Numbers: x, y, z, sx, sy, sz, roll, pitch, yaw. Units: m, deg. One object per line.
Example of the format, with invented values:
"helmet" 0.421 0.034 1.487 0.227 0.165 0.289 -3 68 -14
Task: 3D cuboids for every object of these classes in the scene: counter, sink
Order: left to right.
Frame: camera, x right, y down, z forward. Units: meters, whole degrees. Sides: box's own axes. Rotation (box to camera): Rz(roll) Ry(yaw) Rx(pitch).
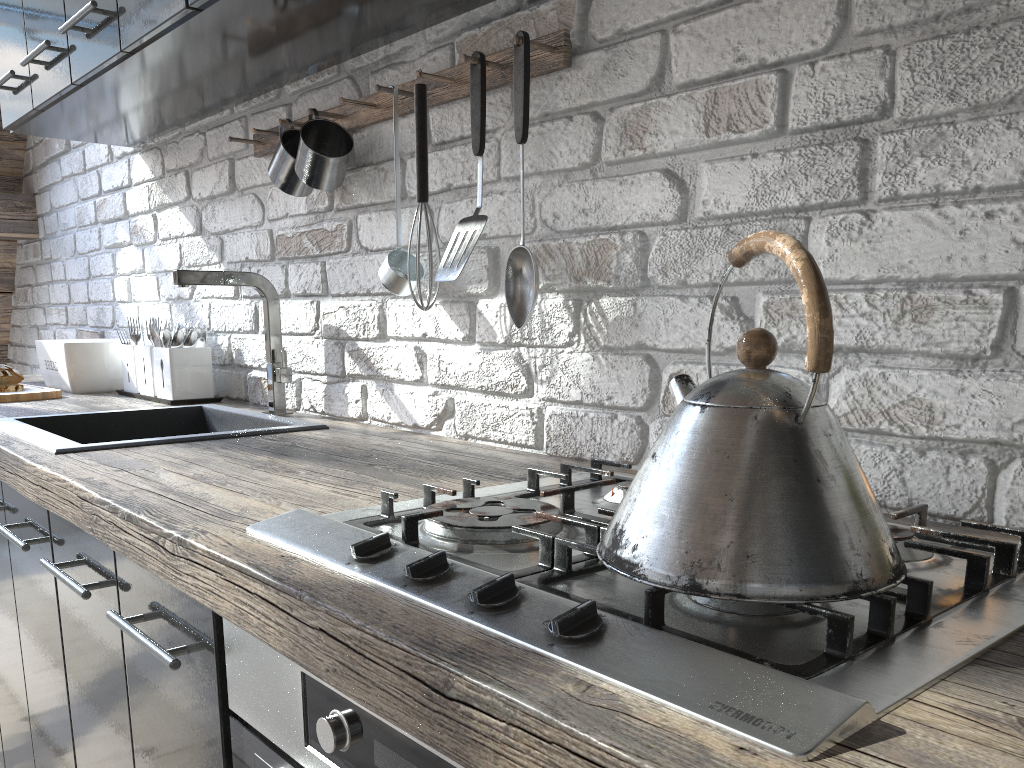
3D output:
"counter" -1.146 0.560 1.086 2.224 0.870 3.774 -5 7 -41
"sink" -0.664 0.046 1.671 0.510 0.526 0.520 -7 11 -41

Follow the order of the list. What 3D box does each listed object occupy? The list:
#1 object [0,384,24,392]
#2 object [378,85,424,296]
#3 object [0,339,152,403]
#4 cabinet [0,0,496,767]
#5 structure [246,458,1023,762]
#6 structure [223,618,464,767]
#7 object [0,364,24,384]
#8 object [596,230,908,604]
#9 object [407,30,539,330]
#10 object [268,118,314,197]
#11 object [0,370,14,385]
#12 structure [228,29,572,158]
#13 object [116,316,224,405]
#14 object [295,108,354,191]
"object" -1.263 0.011 2.195 0.068 0.017 0.076 2 6 26
"object" -0.182 -0.308 1.418 0.065 0.333 0.070 -10 15 -40
"object" -1.239 -0.044 2.332 0.379 0.136 0.583 4 6 37
"cabinet" -0.960 -0.262 0.814 2.074 2.560 4.171 -8 10 -41
"structure" 0.124 0.134 0.794 0.492 0.032 0.599 -4 6 -41
"structure" 0.109 0.509 0.856 0.579 0.602 0.581 -7 11 -41
"object" -1.299 -0.020 2.252 0.074 0.068 0.078 3 8 21
"object" 0.174 0.011 0.634 0.220 0.240 0.219 7 11 38
"object" -0.066 -0.272 1.245 0.069 0.389 0.279 -10 13 -40
"object" -0.397 -0.420 1.633 0.092 0.142 0.116 -8 11 -39
"object" -1.292 -0.009 2.198 0.072 0.056 0.081 3 8 25
"structure" -0.257 -0.471 1.486 0.080 0.047 0.923 -6 7 -41
"object" -0.854 -0.066 2.179 0.146 0.205 0.400 -8 9 -40
"object" -0.331 -0.413 1.548 0.093 0.142 0.115 -4 10 -24
